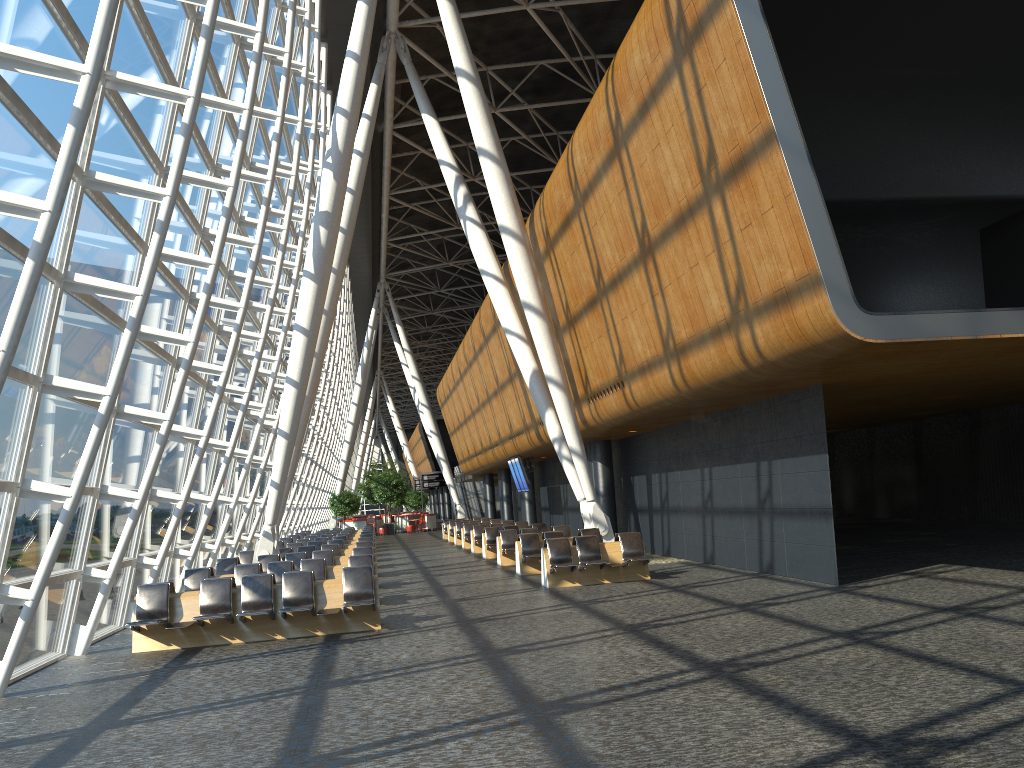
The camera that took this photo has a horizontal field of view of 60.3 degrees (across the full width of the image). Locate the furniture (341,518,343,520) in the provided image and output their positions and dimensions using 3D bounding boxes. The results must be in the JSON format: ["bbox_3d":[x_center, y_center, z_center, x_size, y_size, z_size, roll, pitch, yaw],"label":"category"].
[{"bbox_3d":[-13.759,12.201,77.738,3.247,0.866,1.672,-3,-6,-9],"label":"furniture"}]

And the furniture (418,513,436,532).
[{"bbox_3d":[-5.071,8.363,53.268,0.889,1.003,2.846,-4,-7,3],"label":"furniture"}]

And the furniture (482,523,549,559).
[{"bbox_3d":[0.115,4.466,25.153,1.894,0.866,1.672,-3,-6,-9],"label":"furniture"}]

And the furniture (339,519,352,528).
[{"bbox_3d":[-10.148,8.920,54.715,0.889,1.003,2.846,-4,-7,3],"label":"furniture"}]

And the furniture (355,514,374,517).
[{"bbox_3d":[-16.547,14.677,95.513,3.247,0.866,1.672,-3,-6,-9],"label":"furniture"}]

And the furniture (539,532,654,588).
[{"bbox_3d":[1.509,3.229,16.266,1.894,0.866,1.672,-3,-6,-9],"label":"furniture"}]

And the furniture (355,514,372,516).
[{"bbox_3d":[-17.011,15.089,98.475,3.247,0.866,1.672,-3,-6,-9],"label":"furniture"}]

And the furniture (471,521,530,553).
[{"bbox_3d":[-0.349,4.879,28.116,1.894,0.866,1.672,-3,-6,-9],"label":"furniture"}]

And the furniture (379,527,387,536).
[{"bbox_3d":[-7.413,8.482,50.695,0.445,0.458,0.443,-7,-5,33],"label":"furniture"}]

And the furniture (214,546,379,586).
[{"bbox_3d":[-4.410,3.900,18.125,3.247,0.866,1.672,-3,-6,-9],"label":"furniture"}]

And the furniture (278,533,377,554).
[{"bbox_3d":[-5.804,5.137,27.013,3.247,0.866,1.672,-3,-6,-9],"label":"furniture"}]

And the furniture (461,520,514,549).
[{"bbox_3d":[-0.814,5.291,31.078,1.894,0.866,1.672,-3,-6,-9],"label":"furniture"}]

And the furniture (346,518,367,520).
[{"bbox_3d":[-10.352,9.524,59.321,0.887,1.004,2.849,-1,-7,-41],"label":"furniture"}]

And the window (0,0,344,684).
[{"bbox_3d":[-15.082,5.723,78.105,3.715,13.969,167.484,-4,-7,-9],"label":"window"}]

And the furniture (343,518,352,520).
[{"bbox_3d":[-11.309,9.951,62.117,0.889,1.003,2.846,-4,-7,3],"label":"furniture"}]

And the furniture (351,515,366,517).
[{"bbox_3d":[-16.082,14.264,92.550,3.247,0.866,1.672,-3,-6,-9],"label":"furniture"}]

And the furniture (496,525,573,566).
[{"bbox_3d":[0.580,4.054,22.191,1.894,0.866,1.672,-3,-6,-9],"label":"furniture"}]

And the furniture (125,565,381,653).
[{"bbox_3d":[-3.481,3.075,12.200,3.247,0.866,1.672,-3,-6,-9],"label":"furniture"}]

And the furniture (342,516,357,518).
[{"bbox_3d":[-15.153,13.439,86.625,3.247,0.866,1.672,-3,-6,-9],"label":"furniture"}]

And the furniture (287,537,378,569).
[{"bbox_3d":[-5.339,4.725,24.050,3.247,0.866,1.672,-3,-6,-9],"label":"furniture"}]

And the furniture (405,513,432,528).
[{"bbox_3d":[-6.028,8.791,56.064,0.887,1.004,2.849,-1,-7,-41],"label":"furniture"}]

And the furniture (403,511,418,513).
[{"bbox_3d":[-10.628,14.005,93.654,1.894,0.866,1.672,-3,-6,-9],"label":"furniture"}]

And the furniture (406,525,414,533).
[{"bbox_3d":[-5.930,8.459,51.369,0.443,0.458,0.445,-4,-4,3],"label":"furniture"}]

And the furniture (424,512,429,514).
[{"bbox_3d":[-8.305,11.943,78.841,1.894,0.866,1.672,-3,-6,-9],"label":"furniture"}]

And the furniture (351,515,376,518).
[{"bbox_3d":[-11.765,11.103,70.872,0.893,1.004,2.831,-7,-7,33],"label":"furniture"}]

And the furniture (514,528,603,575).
[{"bbox_3d":[1.044,3.641,19.229,1.894,0.866,1.672,-3,-6,-9],"label":"furniture"}]

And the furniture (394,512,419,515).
[{"bbox_3d":[-8.093,10.348,67.072,0.893,1.004,2.831,-7,-7,33],"label":"furniture"}]

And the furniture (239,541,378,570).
[{"bbox_3d":[-4.875,4.312,21.088,3.247,0.866,1.672,-3,-6,-9],"label":"furniture"}]

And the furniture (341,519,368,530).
[{"bbox_3d":[-9.191,8.493,51.919,0.887,1.004,2.849,-1,-7,-41],"label":"furniture"}]

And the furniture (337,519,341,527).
[{"bbox_3d":[-13.295,11.789,74.776,3.247,0.866,1.672,-3,-6,-9],"label":"furniture"}]

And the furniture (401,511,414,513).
[{"bbox_3d":[-12.021,15.243,102.541,1.894,0.866,1.672,-3,-6,-9],"label":"furniture"}]

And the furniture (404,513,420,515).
[{"bbox_3d":[-7.189,9.821,63.465,0.887,1.004,2.849,-1,-7,-41],"label":"furniture"}]

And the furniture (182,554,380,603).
[{"bbox_3d":[-3.946,3.487,15.163,3.247,0.866,1.672,-3,-6,-9],"label":"furniture"}]
